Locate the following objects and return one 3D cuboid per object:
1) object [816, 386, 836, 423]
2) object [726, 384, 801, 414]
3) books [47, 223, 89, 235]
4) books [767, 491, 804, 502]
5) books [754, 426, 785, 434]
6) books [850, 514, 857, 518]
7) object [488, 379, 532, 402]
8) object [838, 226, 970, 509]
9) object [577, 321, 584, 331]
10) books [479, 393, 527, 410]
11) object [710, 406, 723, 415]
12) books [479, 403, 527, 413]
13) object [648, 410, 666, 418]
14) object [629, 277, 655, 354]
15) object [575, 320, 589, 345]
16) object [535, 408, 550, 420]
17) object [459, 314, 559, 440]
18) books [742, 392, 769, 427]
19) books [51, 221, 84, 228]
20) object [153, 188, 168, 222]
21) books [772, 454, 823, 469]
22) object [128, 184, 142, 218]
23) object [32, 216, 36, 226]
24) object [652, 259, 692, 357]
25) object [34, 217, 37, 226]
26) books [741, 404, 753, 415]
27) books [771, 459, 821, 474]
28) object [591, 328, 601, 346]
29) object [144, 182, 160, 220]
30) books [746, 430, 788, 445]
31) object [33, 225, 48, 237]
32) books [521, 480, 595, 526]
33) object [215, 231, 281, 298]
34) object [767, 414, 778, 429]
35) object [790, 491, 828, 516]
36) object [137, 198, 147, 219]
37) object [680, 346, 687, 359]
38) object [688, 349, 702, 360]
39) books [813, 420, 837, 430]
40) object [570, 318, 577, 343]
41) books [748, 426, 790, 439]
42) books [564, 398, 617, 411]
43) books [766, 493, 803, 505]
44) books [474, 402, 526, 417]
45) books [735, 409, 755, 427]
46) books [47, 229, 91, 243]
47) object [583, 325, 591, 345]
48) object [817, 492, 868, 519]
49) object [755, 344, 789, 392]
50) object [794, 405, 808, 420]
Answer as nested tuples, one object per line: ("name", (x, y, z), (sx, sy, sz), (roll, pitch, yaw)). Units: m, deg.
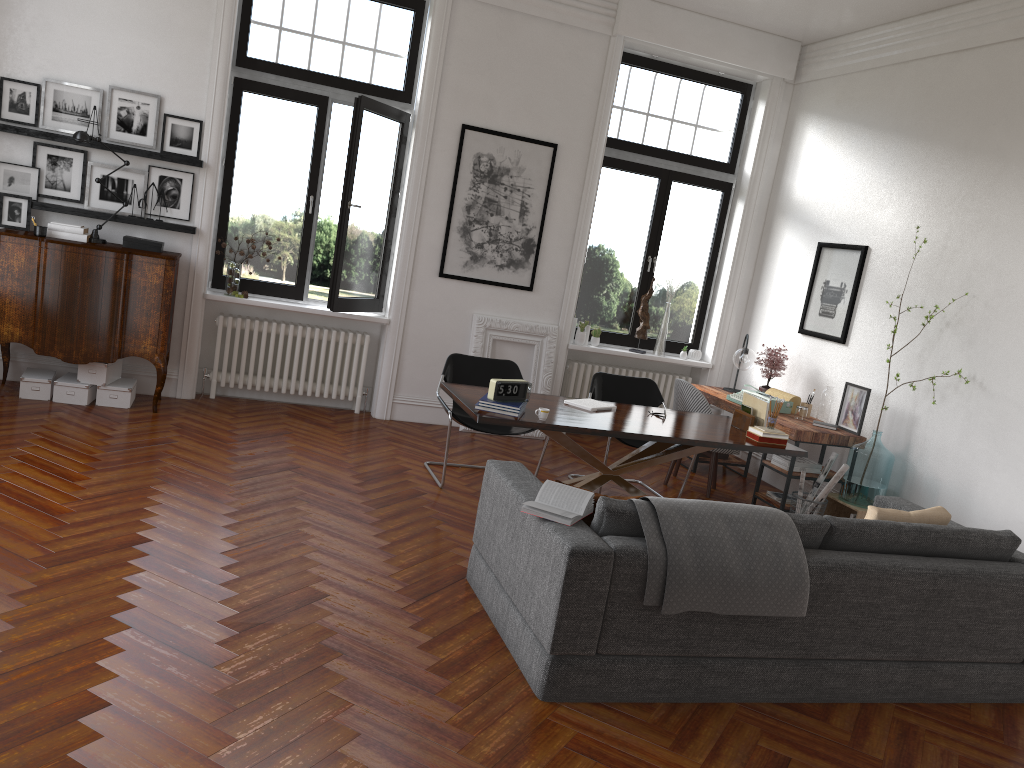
("object", (2.523, 0.170, 7.117), (0.111, 0.303, 0.111), (13, 10, 18))
("object", (2.105, 0.109, 7.516), (0.485, 0.149, 0.532), (7, 9, -20))
("books", (-3.321, -1.165, 6.642), (0.239, 0.044, 0.253), (7, 9, -18))
("books", (2.164, 0.891, 6.965), (0.268, 0.014, 0.195), (9, 9, -7))
("books", (1.700, 0.302, 5.844), (0.159, 0.008, 0.128), (7, 9, -17))
("books", (2.516, 1.071, 6.454), (0.188, 0.258, 0.054), (7, 10, -18))
("object", (-0.011, 0.041, 5.310), (0.275, 0.126, 0.081), (1, 13, -44))
("object", (2.869, -0.075, 6.277), (0.354, 2.065, 0.804), (2, 12, -37))
("object", (0.647, -0.492, 8.506), (0.051, 0.214, 0.051), (13, 10, 16))
("books", (-0.049, 0.102, 5.341), (0.250, 0.017, 0.343), (11, 9, 6))
("object", (1.840, 0.268, 8.143), (0.173, 0.110, 0.173), (13, 10, 18))
("books", (-0.052, 0.118, 5.344), (0.250, 0.017, 0.343), (11, 9, 6))
("object", (1.022, 0.197, 6.100), (0.132, 0.047, 0.114), (16, 11, 34))
("object", (1.289, -0.672, 8.621), (0.165, 0.756, 0.142), (14, 11, 23))
("object", (0.661, -0.491, 8.419), (0.102, 0.245, 0.098), (1, 13, -40))
("object", (0.176, 0.177, 5.228), (0.082, 0.065, 0.064), (10, 9, 2))
("object", (-0.017, -0.055, 8.149), (0.830, 1.066, 0.232), (7, 10, -18))
("books", (1.682, 0.205, 6.157), (0.043, 0.240, 0.308), (6, 10, -18))
("books", (-3.314, -1.189, 6.615), (0.201, 0.014, 0.178), (7, 9, -18))
("object", (-2.791, -1.423, 7.049), (0.110, 0.263, 0.040), (7, 10, -18))
("books", (2.214, 0.601, 6.882), (0.309, 0.038, 0.224), (7, 9, -18))
("object", (-2.967, -1.437, 6.953), (0.124, 0.261, 0.040), (7, 10, -18))
("object", (-3.432, -1.142, 6.378), (0.050, 0.119, 0.010), (7, 10, -16))
("object", (1.583, -0.782, 8.658), (0.296, 1.057, 0.288), (7, 10, -15))
("object", (-3.434, -1.140, 6.403), (0.046, 0.139, 0.010), (6, 11, -21))
("books", (1.630, 0.230, 6.167), (0.041, 0.158, 0.128), (7, 10, -18))
("books", (2.202, 0.636, 6.878), (0.309, 0.038, 0.224), (7, 9, -19))
("object", (0.817, -0.462, 8.592), (0.097, 0.186, 0.099), (11, 10, 4))
("object", (-2.845, -1.443, 6.998), (0.118, 0.300, 0.040), (7, 11, -18))
("books", (1.676, 0.354, 5.832), (0.216, 0.040, 0.158), (7, 9, -16))
("object", (-3.407, -1.100, 6.404), (0.091, 0.078, 0.091), (0, 13, -45))
("books", (0.202, 0.499, 3.771), (0.224, 0.096, 0.278), (14, 10, 23))
("object", (-2.213, -1.031, 7.529), (0.316, 0.601, 0.541), (19, 13, 42))
("object", (1.721, 0.250, 5.869), (0.058, 0.091, 0.058), (4, 11, -31))
("object", (2.184, 0.983, 6.597), (0.260, 0.306, 0.260), (17, 12, 35))
("object", (-2.903, -1.376, 6.958), (0.066, 0.161, 0.040), (7, 10, -18))
("object", (1.713, -0.316, 8.824), (0.072, 0.135, 0.072), (11, 10, 7))
("object", (1.848, -0.295, 8.960), (0.132, 0.098, 0.134), (18, 12, 41))
("books", (2.446, 0.319, 6.973), (0.213, 0.031, 0.129), (13, 9, 19))
("object", (0.581, -0.516, 8.502), (0.051, 0.239, 0.051), (13, 10, 16))
("books", (1.689, 0.321, 5.834), (0.208, 0.029, 0.163), (7, 9, -20))
("books", (0.533, 0.142, 6.006), (0.230, 0.026, 0.325), (16, 11, 36))
("books", (2.161, 0.906, 6.968), (0.268, 0.014, 0.195), (7, 9, -19))
("books", (-0.067, 0.136, 5.357), (0.264, 0.027, 0.346), (11, 9, 6))
("books", (1.595, 0.254, 6.117), (0.029, 0.125, 0.220), (7, 10, -18))
("books", (-3.329, -1.115, 6.645), (0.295, 0.057, 0.228), (7, 9, -18))
("object", (0.714, -0.468, 8.508), (0.051, 0.189, 0.051), (13, 10, 16))
("object", (2.551, 1.036, 6.619), (0.341, 0.317, 0.433), (7, 10, -18))
("object", (2.290, -0.109, 7.881), (0.289, 0.531, 0.308), (15, 11, 26))
("object", (2.338, 0.233, 7.167), (0.093, 0.102, 0.093), (5, 11, -27))
